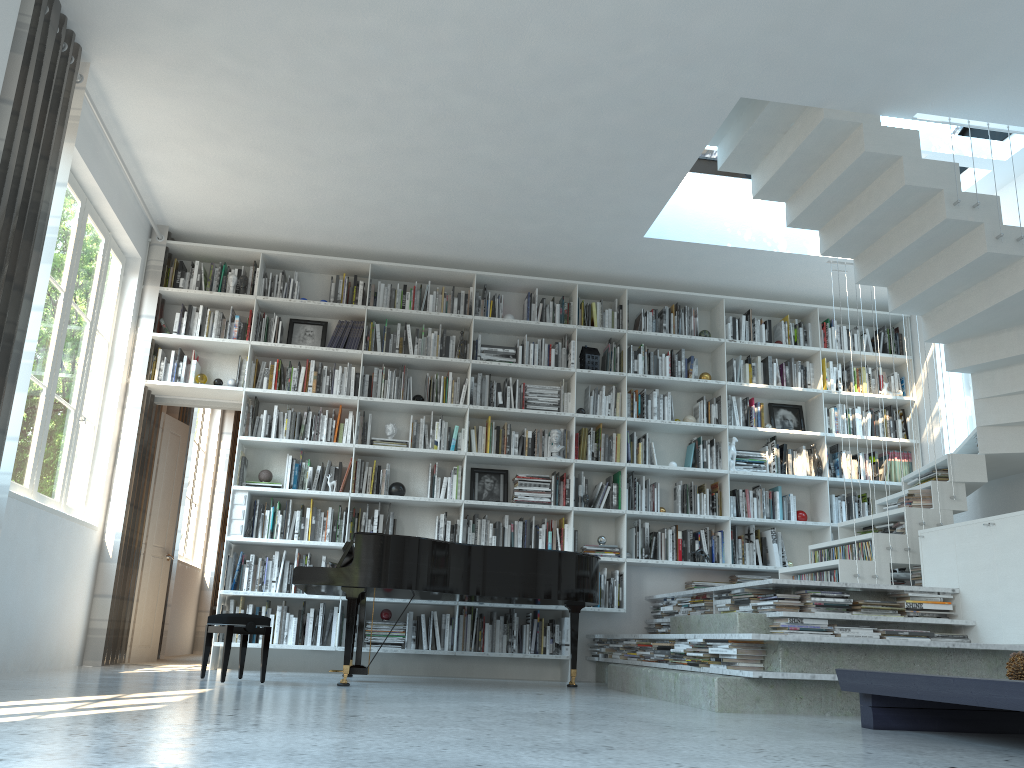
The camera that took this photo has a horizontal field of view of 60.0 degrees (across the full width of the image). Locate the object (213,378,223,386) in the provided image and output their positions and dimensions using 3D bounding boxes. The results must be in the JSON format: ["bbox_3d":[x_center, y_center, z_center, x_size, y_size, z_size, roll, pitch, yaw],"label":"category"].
[{"bbox_3d":[-2.245,-0.007,6.775,0.071,0.072,0.071,12,-18,-29],"label":"object"}]

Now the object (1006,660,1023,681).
[{"bbox_3d":[1.679,0.957,2.935,0.082,0.084,0.083,1,-16,6],"label":"object"}]

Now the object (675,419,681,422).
[{"bbox_3d":[1.351,0.319,7.263,0.068,0.068,0.068,12,-18,-29],"label":"object"}]

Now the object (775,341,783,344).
[{"bbox_3d":[2.261,-0.333,7.523,0.071,0.072,0.072,-11,-21,39],"label":"object"}]

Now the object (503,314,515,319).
[{"bbox_3d":[-0.028,-0.521,7.252,0.105,0.105,0.105,12,-18,-29],"label":"object"}]

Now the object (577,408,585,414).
[{"bbox_3d":[0.551,0.227,7.081,0.071,0.072,0.072,-11,-21,39],"label":"object"}]

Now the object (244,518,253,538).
[{"bbox_3d":[-1.906,1.047,6.413,0.045,0.146,0.045,-7,-18,29],"label":"object"}]

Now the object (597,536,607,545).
[{"bbox_3d":[0.693,1.206,6.837,0.071,0.072,0.072,-11,-21,39],"label":"object"}]

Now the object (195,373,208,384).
[{"bbox_3d":[-2.351,-0.037,6.715,0.087,0.087,0.087,-11,-21,39],"label":"object"}]

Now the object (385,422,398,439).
[{"bbox_3d":[-0.944,0.371,6.903,0.095,0.156,0.121,1,-16,5],"label":"object"}]

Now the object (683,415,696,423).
[{"bbox_3d":[1.462,0.314,7.307,0.112,0.112,0.112,12,-18,-29],"label":"object"}]

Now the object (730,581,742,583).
[{"bbox_3d":[1.884,1.581,7.045,0.254,0.005,0.161,5,-16,-8],"label":"object"}]

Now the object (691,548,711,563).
[{"bbox_3d":[1.462,1.329,6.858,0.160,0.113,0.065,8,-17,-20],"label":"object"}]

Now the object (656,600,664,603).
[{"bbox_3d":[1.215,1.681,6.838,0.131,0.024,0.291,4,-16,-6],"label":"object"}]

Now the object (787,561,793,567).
[{"bbox_3d":[2.223,1.456,7.121,0.071,0.072,0.072,-11,-21,39],"label":"object"}]

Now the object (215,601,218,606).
[{"bbox_3d":[-3.389,2.550,10.271,0.118,0.061,0.118,3,-16,-1],"label":"object"}]

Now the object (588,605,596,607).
[{"bbox_3d":[0.596,1.640,6.688,0.094,0.094,0.094,-11,-21,39],"label":"object"}]

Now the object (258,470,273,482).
[{"bbox_3d":[-1.847,0.694,6.645,0.105,0.106,0.105,12,-18,-29],"label":"object"}]

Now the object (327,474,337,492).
[{"bbox_3d":[-1.339,0.737,6.570,0.082,0.139,0.044,9,-17,-24],"label":"object"}]

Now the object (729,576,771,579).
[{"bbox_3d":[1.888,1.545,7.057,0.285,0.005,0.160,5,-16,-8],"label":"object"}]

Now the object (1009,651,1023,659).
[{"bbox_3d":[1.761,0.978,3.071,0.090,0.105,0.098,-1,-16,12],"label":"object"}]

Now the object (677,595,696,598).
[{"bbox_3d":[1.293,1.507,6.271,0.159,0.007,0.286,6,-17,-11],"label":"object"}]

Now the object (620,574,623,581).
[{"bbox_3d":[0.829,1.589,6.776,0.011,0.259,0.142,5,-16,-8],"label":"object"}]

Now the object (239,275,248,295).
[{"bbox_3d":[-2.085,-0.750,6.869,0.067,0.197,0.068,-8,-19,33],"label":"object"}]

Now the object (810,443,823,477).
[{"bbox_3d":[2.490,0.630,7.243,0.087,0.287,0.075,-5,-17,26],"label":"object"}]

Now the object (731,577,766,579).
[{"bbox_3d":[1.888,1.550,7.055,0.254,0.005,0.161,5,-16,-8],"label":"object"}]

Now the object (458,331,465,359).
[{"bbox_3d":[-0.393,-0.297,7.028,0.075,0.254,0.075,11,-18,-28],"label":"object"}]

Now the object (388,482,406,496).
[{"bbox_3d":[-0.877,0.816,6.771,0.134,0.135,0.134,-11,-21,39],"label":"object"}]

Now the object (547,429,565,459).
[{"bbox_3d":[0.342,0.478,6.941,0.137,0.243,0.138,16,-21,-41],"label":"object"}]

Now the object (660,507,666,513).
[{"bbox_3d":[1.188,1.016,7.059,0.071,0.072,0.072,-11,-21,39],"label":"object"}]

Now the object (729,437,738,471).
[{"bbox_3d":[1.771,0.566,7.123,0.087,0.287,0.075,-5,-17,26],"label":"object"}]

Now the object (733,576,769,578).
[{"bbox_3d":[1.889,1.539,7.055,0.254,0.005,0.161,4,-16,-7],"label":"object"}]

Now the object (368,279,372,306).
[{"bbox_3d":[-1.150,-0.686,7.162,0.012,0.284,0.160,5,-16,-8],"label":"object"}]

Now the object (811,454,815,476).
[{"bbox_3d":[2.468,0.702,7.366,0.022,0.211,0.179,5,-16,-8],"label":"object"}]

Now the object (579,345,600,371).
[{"bbox_3d":[0.634,-0.191,7.238,0.135,0.247,0.136,7,-17,-18],"label":"object"}]

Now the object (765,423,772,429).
[{"bbox_3d":[2.115,0.369,7.371,0.091,0.092,0.092,-11,-21,39],"label":"object"}]

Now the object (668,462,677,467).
[{"bbox_3d":[1.294,0.660,7.137,0.071,0.072,0.072,-11,-21,39],"label":"object"}]

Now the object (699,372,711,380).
[{"bbox_3d":[1.600,-0.046,7.342,0.101,0.101,0.101,12,-18,-29],"label":"object"}]

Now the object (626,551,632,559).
[{"bbox_3d":[0.898,1.343,6.917,0.071,0.072,0.072,-11,-21,39],"label":"object"}]

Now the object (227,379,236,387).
[{"bbox_3d":[-2.137,-0.004,6.771,0.071,0.072,0.071,12,-18,-29],"label":"object"}]

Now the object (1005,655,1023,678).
[{"bbox_3d":[1.722,0.968,2.996,0.110,0.101,0.114,10,-18,-25],"label":"object"}]

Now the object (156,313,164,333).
[{"bbox_3d":[-2.717,-0.470,6.827,0.035,0.294,0.177,5,-16,-8],"label":"object"}]

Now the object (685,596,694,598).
[{"bbox_3d":[1.308,1.514,6.272,0.144,0.005,0.258,5,-16,-8],"label":"object"}]

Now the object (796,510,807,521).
[{"bbox_3d":[2.345,1.086,7.218,0.115,0.116,0.115,12,-18,-29],"label":"object"}]

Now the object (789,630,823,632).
[{"bbox_3d":[1.546,1.328,4.766,0.204,0.004,0.140,4,-16,-5],"label":"object"}]

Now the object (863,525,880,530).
[{"bbox_3d":[2.590,1.017,6.255,0.161,0.025,0.175,4,-16,-4],"label":"object"}]

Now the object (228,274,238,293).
[{"bbox_3d":[-2.165,-0.757,6.858,0.067,0.197,0.068,-8,-19,33],"label":"object"}]

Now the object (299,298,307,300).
[{"bbox_3d":[-1.654,-0.640,7.027,0.083,0.083,0.083,12,-18,-29],"label":"object"}]

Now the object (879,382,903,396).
[{"bbox_3d":[3.209,0.055,7.533,0.203,0.136,0.095,0,-16,7],"label":"object"}]

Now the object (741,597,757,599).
[{"bbox_3d":[1.465,1.280,5.278,0.142,0.006,0.204,5,-16,-10],"label":"object"}]

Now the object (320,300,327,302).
[{"bbox_3d":[-1.498,-0.628,7.050,0.083,0.083,0.083,12,-18,-29],"label":"object"}]

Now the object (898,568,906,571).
[{"bbox_3d":[3.198,1.505,7.279,0.071,0.072,0.072,-11,-21,39],"label":"object"}]

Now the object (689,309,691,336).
[{"bbox_3d":[1.491,-0.477,7.539,0.006,0.297,0.130,5,-16,-8],"label":"object"}]

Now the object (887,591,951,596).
[{"bbox_3d":[2.311,1.186,5.043,0.284,0.030,0.177,5,-16,-8],"label":"object"}]

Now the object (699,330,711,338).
[{"bbox_3d":[1.615,-0.401,7.435,0.104,0.105,0.104,-11,-21,39],"label":"object"}]

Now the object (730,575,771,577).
[{"bbox_3d":[1.890,1.531,7.048,0.285,0.005,0.160,3,-16,-3],"label":"object"}]

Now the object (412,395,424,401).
[{"bbox_3d":[-0.737,0.132,6.961,0.097,0.098,0.097,-11,-21,39],"label":"object"}]

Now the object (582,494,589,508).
[{"bbox_3d":[0.571,0.905,6.836,0.054,0.113,0.079,5,-16,-9],"label":"object"}]

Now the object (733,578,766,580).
[{"bbox_3d":[1.888,1.555,7.053,0.254,0.005,0.161,5,-16,-8],"label":"object"}]
